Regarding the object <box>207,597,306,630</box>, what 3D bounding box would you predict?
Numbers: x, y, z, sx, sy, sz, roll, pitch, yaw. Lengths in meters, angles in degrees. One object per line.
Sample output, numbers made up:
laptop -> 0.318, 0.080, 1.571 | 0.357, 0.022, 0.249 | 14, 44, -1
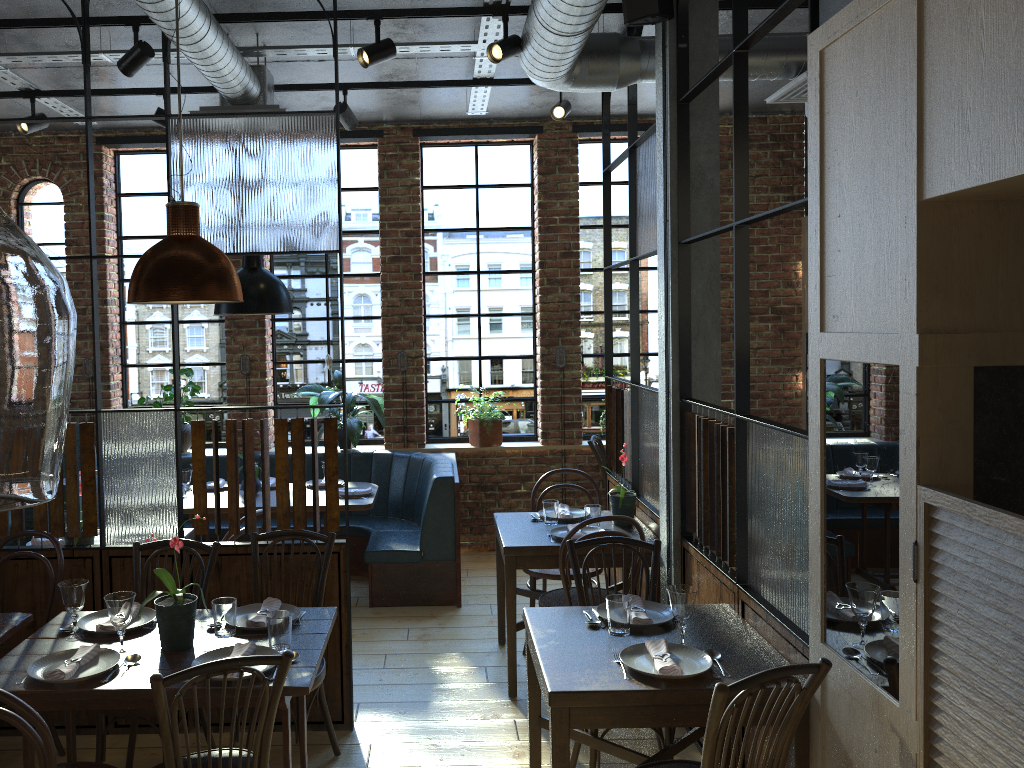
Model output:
object -> -0.902, 0.816, 3.126 | 0.326, 0.051, 0.268 | -1, 4, 2

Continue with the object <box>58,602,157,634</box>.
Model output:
object -> -1.413, 0.828, 3.119 | 0.326, 0.051, 0.268 | -1, 4, 2

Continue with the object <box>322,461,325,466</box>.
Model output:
object -> -1.249, 0.624, 6.018 | 0.102, 0.191, 0.094 | 0, 3, 27

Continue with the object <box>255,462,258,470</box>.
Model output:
object -> -1.783, 0.635, 6.029 | 0.102, 0.191, 0.094 | 0, 3, 27

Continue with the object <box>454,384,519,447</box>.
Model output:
object -> -0.214, 0.240, 6.886 | 0.476, 0.482, 0.407 | 0, 3, 20

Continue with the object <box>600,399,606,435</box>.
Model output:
object -> 0.984, 0.272, 6.826 | 0.606, 0.369, 0.500 | -1, 3, -2

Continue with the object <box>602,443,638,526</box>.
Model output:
object -> 0.552, 0.503, 4.503 | 0.141, 0.426, 0.210 | -3, 3, -31

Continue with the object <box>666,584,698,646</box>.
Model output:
object -> 0.535, 0.737, 2.766 | 0.101, 0.191, 0.095 | 0, 3, 18

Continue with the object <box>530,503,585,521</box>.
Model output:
object -> 0.256, 0.684, 4.692 | 0.326, 0.051, 0.268 | -1, 4, 2

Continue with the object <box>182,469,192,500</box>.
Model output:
object -> -2.140, 0.660, 5.777 | 0.102, 0.191, 0.094 | 0, 3, 27

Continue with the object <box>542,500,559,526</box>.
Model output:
object -> 0.200, 0.661, 4.531 | 0.081, 0.119, 0.088 | -3, 3, -33

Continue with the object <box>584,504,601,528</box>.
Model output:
object -> 0.404, 0.666, 4.395 | 0.081, 0.119, 0.088 | -3, 3, -33

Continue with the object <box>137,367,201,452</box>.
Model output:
object -> -2.612, 0.201, 6.898 | 0.530, 0.662, 0.373 | 0, 3, 22

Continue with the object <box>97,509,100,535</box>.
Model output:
object -> -2.137, 0.713, 4.543 | 0.083, 0.119, 0.086 | -2, 3, -12

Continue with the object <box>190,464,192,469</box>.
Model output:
object -> -2.152, 0.643, 6.029 | 0.102, 0.191, 0.094 | 0, 3, 27

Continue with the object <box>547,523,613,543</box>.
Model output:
object -> 0.335, 0.712, 4.250 | 0.326, 0.051, 0.268 | -1, 4, 2

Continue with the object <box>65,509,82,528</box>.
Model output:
object -> -2.090, 0.700, 4.197 | 0.095, 0.191, 0.102 | -2, 3, -27

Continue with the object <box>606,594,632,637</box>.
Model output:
object -> 0.354, 0.767, 2.916 | 0.088, 0.119, 0.081 | 0, 3, 29

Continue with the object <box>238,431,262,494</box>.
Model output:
object -> -1.758, 0.525, 5.896 | 0.224, 0.431, 0.133 | 0, 3, 18

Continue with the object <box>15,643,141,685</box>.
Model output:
object -> -1.324, 0.854, 2.702 | 0.326, 0.051, 0.268 | -1, 4, 2

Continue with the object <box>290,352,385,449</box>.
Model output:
object -> -1.341, 0.128, 6.796 | 0.731, 0.750, 0.610 | -1, 3, -3

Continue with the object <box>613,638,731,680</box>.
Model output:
object -> 0.476, 0.818, 2.634 | 0.326, 0.051, 0.268 | -1, 4, 2

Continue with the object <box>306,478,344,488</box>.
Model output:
object -> -1.328, 0.686, 6.169 | 0.326, 0.051, 0.268 | -1, 4, 2

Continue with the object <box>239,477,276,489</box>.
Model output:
object -> -1.730, 0.695, 6.164 | 0.326, 0.051, 0.268 | -1, 4, 2

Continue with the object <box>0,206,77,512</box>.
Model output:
object -> -0.406, -0.056, 0.314 | 0.498, 0.207, 0.066 | -1, 2, 1

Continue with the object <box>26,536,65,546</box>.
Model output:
object -> -2.221, 0.768, 4.277 | 0.270, 0.051, 0.324 | -1, 4, 1

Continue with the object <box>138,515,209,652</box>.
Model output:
object -> -1.105, 0.650, 2.872 | 0.153, 0.426, 0.193 | 0, 3, 31

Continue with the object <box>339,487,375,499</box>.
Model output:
object -> -1.041, 0.703, 5.826 | 0.270, 0.051, 0.324 | -1, 4, 1

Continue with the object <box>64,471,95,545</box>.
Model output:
object -> -1.970, 0.594, 3.990 | 0.217, 0.426, 0.133 | 1, 3, 32

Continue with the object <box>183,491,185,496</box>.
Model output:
object -> -2.298, 0.732, 5.812 | 0.270, 0.051, 0.324 | -1, 4, 1

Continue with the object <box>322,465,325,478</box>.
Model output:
object -> -1.203, 0.636, 5.812 | 0.102, 0.191, 0.094 | 0, 3, 27

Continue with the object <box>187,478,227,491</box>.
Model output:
object -> -2.101, 0.703, 6.168 | 0.326, 0.051, 0.268 | -1, 4, 2
